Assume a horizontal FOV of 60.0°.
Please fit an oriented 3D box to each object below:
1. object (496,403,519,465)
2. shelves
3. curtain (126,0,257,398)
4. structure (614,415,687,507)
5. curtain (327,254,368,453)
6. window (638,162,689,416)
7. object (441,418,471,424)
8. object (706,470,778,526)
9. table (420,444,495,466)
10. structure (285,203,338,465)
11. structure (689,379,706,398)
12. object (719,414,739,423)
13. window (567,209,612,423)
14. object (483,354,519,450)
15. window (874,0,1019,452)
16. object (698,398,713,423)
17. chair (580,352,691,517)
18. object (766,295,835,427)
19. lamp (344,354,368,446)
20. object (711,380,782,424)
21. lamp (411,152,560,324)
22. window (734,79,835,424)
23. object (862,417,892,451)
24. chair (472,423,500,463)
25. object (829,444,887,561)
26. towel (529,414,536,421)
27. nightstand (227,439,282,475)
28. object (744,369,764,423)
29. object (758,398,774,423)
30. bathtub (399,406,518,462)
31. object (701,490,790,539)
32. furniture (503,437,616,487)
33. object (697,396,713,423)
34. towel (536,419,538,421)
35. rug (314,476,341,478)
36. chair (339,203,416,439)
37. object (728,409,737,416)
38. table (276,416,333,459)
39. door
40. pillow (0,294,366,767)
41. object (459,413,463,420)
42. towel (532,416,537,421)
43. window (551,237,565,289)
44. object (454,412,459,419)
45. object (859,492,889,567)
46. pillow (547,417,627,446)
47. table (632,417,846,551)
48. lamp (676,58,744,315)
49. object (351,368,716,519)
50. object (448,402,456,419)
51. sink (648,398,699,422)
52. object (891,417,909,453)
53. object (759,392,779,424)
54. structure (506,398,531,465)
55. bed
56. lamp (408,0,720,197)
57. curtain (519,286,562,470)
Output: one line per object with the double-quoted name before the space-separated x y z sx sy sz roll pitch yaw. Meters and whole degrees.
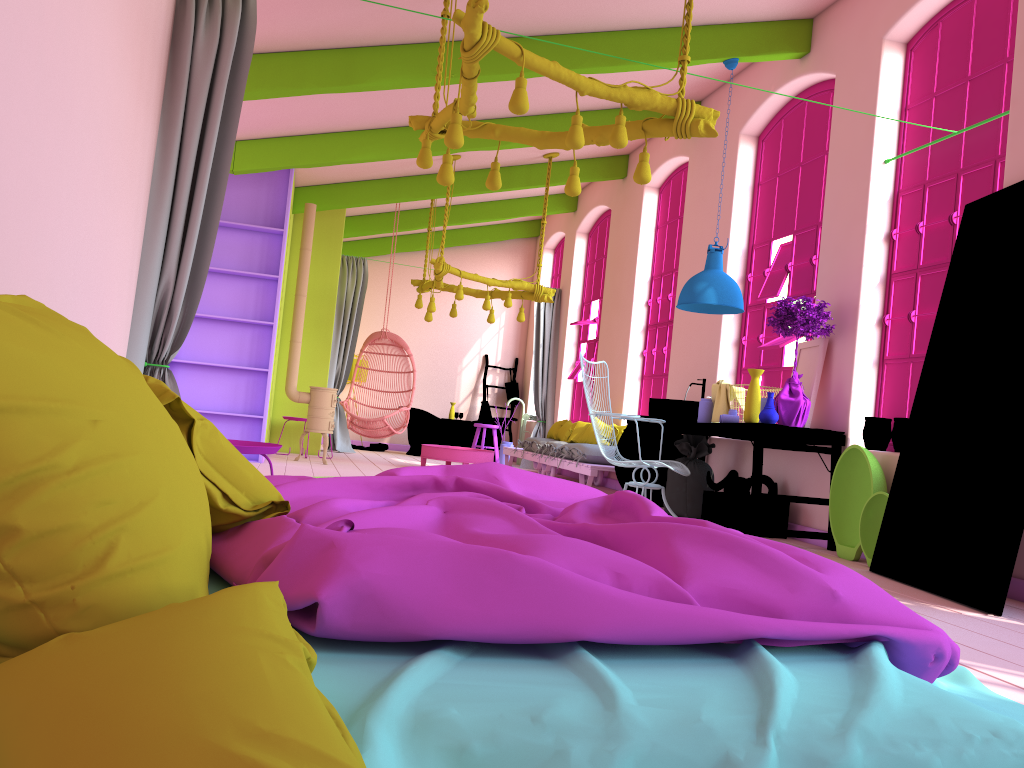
"object" -0.089 0.727 13.261 0.451 0.987 0.277 5 -2 31
"shelves" -3.257 -0.836 8.771 1.842 3.103 0.384 6 -2 -14
"curtain" -1.601 -0.723 4.276 0.519 2.784 0.525 7 -2 -33
"structure" 1.328 0.737 8.499 0.718 0.844 0.718 4 -3 44
"curtain" -2.358 -0.453 12.426 0.519 2.784 0.525 7 -2 -33
"window" 1.761 -0.967 9.867 0.072 3.046 1.275 6 -2 -14
"object" -0.878 0.588 13.856 0.360 0.068 1.323 6 -3 -14
"object" 1.762 0.898 6.868 0.300 0.448 0.672 7 -3 -38
"table" -0.660 0.910 10.654 0.885 0.285 0.886 5 -2 12
"structure" -2.120 -0.544 9.808 0.577 2.813 0.403 6 -2 4
"structure" 1.598 0.147 7.709 0.166 0.396 0.087 6 -2 -4
"object" 1.647 0.271 6.726 0.137 0.076 0.076 5 -2 6
"window" 1.178 -0.912 12.250 0.551 3.008 1.514 6 -2 -14
"object" -0.225 0.402 14.771 0.604 1.764 0.410 6 -2 -14
"window" 2.800 -1.049 5.612 0.072 3.046 1.275 6 -2 -14
"object" 1.563 0.219 7.163 0.109 0.197 0.109 7 -2 -21
"chair" 0.974 0.432 6.823 0.924 1.238 1.079 5 -2 21
"object" 2.010 -0.161 6.302 0.502 0.950 0.441 4 -2 36
"lamp" -2.586 0.256 14.087 0.491 1.466 0.477 5 -2 16
"object" 1.821 0.157 7.044 0.444 0.369 0.633 6 -2 -14
"lamp" -0.519 -1.816 10.671 1.611 2.263 1.775 7 -2 -32
"window" 2.349 -1.004 7.478 0.493 3.002 1.497 6 -2 -14
"object" 2.448 0.337 5.948 0.182 0.222 0.182 7 -3 -36
"chair" -0.415 0.878 12.828 0.473 0.593 0.446 8 -3 -45
"object" 2.250 0.760 5.659 0.218 0.733 0.451 6 -2 -14
"towel" 0.404 0.549 14.278 0.262 0.102 0.247 6 -2 -13
"nightstand" -1.274 0.453 3.645 0.596 0.458 0.596 5 -2 24
"object" 1.711 0.088 6.283 0.116 0.382 0.116 7 -2 -40
"object" 1.831 0.202 6.383 0.109 0.197 0.109 5 -2 24
"bathtub" -0.867 0.802 13.857 1.890 0.739 0.826 6 -2 -14
"object" 1.756 0.984 6.716 0.446 0.277 0.521 6 -2 -14
"furniture" 0.668 0.934 10.683 0.908 0.507 3.776 6 -3 -14
"object" 1.674 0.219 7.461 0.165 0.250 0.411 5 -2 22
"towel" 0.530 0.538 13.756 0.262 0.102 0.247 7 -3 -18
"rug" -0.786 0.852 6.860 1.890 0.050 1.888 7 -3 -26
"chair" -1.530 -0.892 10.818 0.860 3.128 0.806 6 -2 6
"object" 1.693 0.255 6.806 0.065 0.118 0.065 4 -2 35
"table" -2.459 0.637 10.580 0.596 0.458 0.596 5 -2 24
"door" 2.437 -0.005 4.610 0.450 2.210 1.153 6 -2 -4
"pillow" -0.867 0.232 1.893 0.849 0.822 2.617 7 -3 -24
"object" -0.799 0.535 13.842 0.069 0.170 0.069 6 -2 6
"towel" 0.467 0.544 14.018 0.247 0.102 0.262 7 -3 -23
"window" 0.725 -0.886 14.105 0.072 3.046 1.275 6 -2 -14
"object" -0.857 0.521 13.661 0.069 0.170 0.069 6 -2 6
"object" 2.243 0.879 5.319 0.137 0.462 0.284 7 -2 -29
"pillow" 0.848 0.591 10.814 0.578 0.399 1.997 6 -3 -14
"table" 1.684 0.718 7.032 0.655 0.820 2.193 6 -2 -14
"lamp" 1.658 -1.582 7.011 0.528 2.001 0.529 5 -2 18
"object" -0.418 0.297 10.900 2.827 1.579 7.866 6 -3 -13
"object" -0.934 0.447 13.812 0.097 0.320 0.097 6 -2 -2
"sink" 1.415 0.225 7.638 0.340 0.194 0.609 6 -2 -14
"object" 2.519 0.332 5.659 0.182 0.222 0.182 7 -2 -31
"object" 1.769 0.167 6.092 0.132 0.219 0.132 6 -2 3
"structure" 0.119 0.756 14.078 0.451 1.061 0.254 5 -2 30
"bed" 0.108 0.516 2.393 2.803 0.513 3.577 6 -3 -14
"lamp" 0.099 -2.195 5.119 1.611 2.263 1.775 7 -2 -32
"curtain" 0.478 -0.082 13.107 0.518 2.784 0.525 6 -2 6
